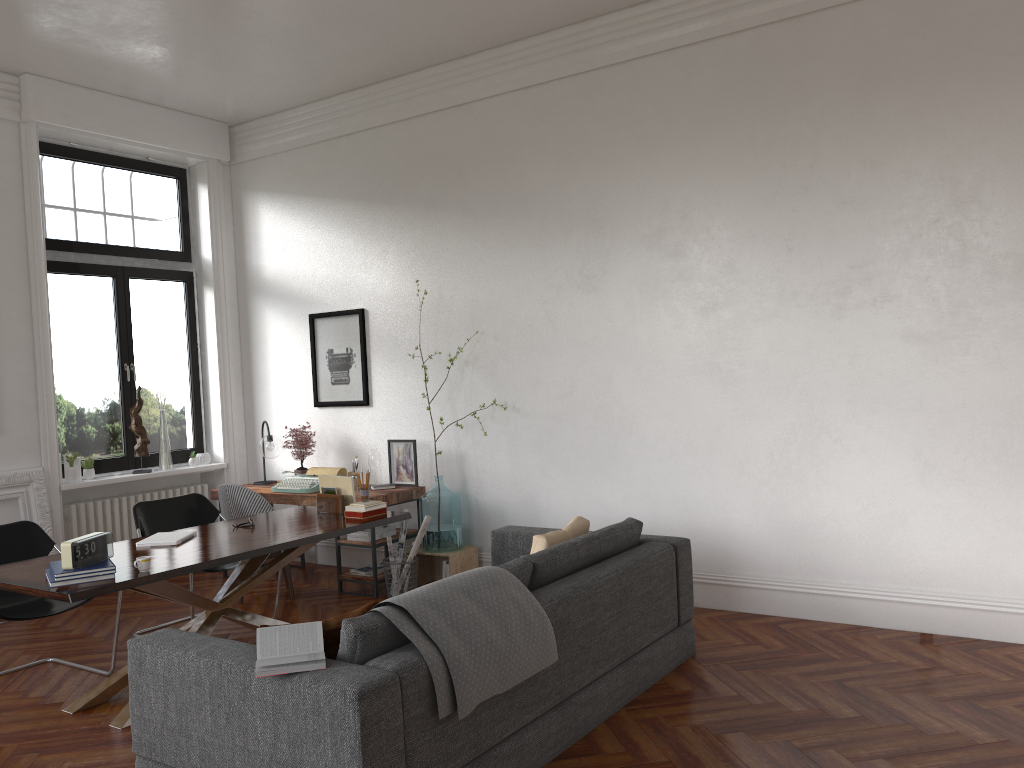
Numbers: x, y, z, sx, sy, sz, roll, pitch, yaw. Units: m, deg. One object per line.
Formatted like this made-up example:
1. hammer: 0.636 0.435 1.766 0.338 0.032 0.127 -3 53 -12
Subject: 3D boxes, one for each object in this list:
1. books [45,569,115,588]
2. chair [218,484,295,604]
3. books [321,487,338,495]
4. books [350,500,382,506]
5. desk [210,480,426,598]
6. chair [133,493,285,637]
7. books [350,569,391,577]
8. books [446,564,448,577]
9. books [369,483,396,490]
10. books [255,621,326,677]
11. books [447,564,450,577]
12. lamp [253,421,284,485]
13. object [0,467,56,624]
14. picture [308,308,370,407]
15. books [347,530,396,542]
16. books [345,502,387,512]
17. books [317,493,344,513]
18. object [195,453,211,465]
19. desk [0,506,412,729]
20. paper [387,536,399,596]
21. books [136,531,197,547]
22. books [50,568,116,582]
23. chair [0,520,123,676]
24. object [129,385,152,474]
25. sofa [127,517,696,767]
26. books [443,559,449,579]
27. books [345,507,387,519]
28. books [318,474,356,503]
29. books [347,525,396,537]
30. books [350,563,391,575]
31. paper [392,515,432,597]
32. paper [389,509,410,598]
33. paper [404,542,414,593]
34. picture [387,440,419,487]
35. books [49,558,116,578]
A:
1. books: -2.012 0.883 4.122 0.264 0.027 0.347 -3 1 -31
2. chair: -1.904 1.171 6.698 0.716 0.900 0.547 -2 2 27
3. books: -1.187 0.753 5.805 0.128 0.157 0.040 -2 2 34
4. books: -0.921 0.751 5.594 0.128 0.008 0.159 -2 1 35
5. desk: -1.585 1.223 7.200 1.799 0.758 0.647 -2 1 34
6. chair: -2.031 1.194 5.851 0.746 0.873 0.752 -2 2 34
7. books: -1.069 1.426 6.763 0.196 0.014 0.267 -2 1 33
8. books: -0.425 1.432 6.553 0.012 0.232 0.170 -1 2 34
9. books: -1.025 0.804 6.943 0.213 0.031 0.129 -3 1 -19
10. books: -0.760 0.900 3.038 0.224 0.096 0.278 -3 1 -14
11. books: -0.414 1.431 6.546 0.012 0.232 0.170 -1 2 34
12. lamp: -2.095 0.588 7.590 0.207 0.550 0.441 -4 2 -33
13. object: -3.693 1.173 6.353 0.233 1.063 0.829 -1 2 34
14. picture: -1.480 -0.215 7.588 0.634 0.816 0.050 -2 2 34
15. books: -1.061 1.143 6.717 0.225 0.038 0.308 -2 1 33
16. books: -0.917 0.770 5.578 0.164 0.028 0.207 -2 1 32
17. books: -1.176 0.775 5.745 0.221 0.125 0.028 -2 2 34
18. object: -2.836 0.686 8.140 0.132 0.098 0.134 -3 1 4
19. desk: -1.658 1.244 4.978 1.030 0.752 2.224 -2 1 34
20. paper: -0.858 1.334 6.412 0.073 0.479 0.033 -3 2 -19
21. books: -1.944 0.873 5.003 0.231 0.026 0.325 -3 1 -1
22. books: -1.998 0.861 4.121 0.250 0.017 0.344 -3 1 -31
23. chair: -2.688 1.237 4.877 0.746 0.873 0.752 -2 2 34
24. object: -3.165 0.385 7.529 0.165 0.754 0.142 -3 2 -14
25. sofa: -0.243 1.193 4.184 1.262 0.829 2.642 -2 1 34
26. books: -0.447 1.420 6.576 0.054 0.258 0.187 -1 2 35
27. books: -0.916 0.804 5.570 0.159 0.040 0.215 -2 1 36
28. books: -1.148 0.716 5.829 0.310 0.239 0.043 -2 2 34
29. books: -1.065 1.108 6.728 0.225 0.038 0.308 -2 1 34
30. books: -1.069 1.410 6.763 0.267 0.014 0.196 -3 1 -45
31. paper: -0.725 1.252 6.415 0.330 0.610 0.047 -2 2 14
32. paper: -0.833 1.256 6.587 0.047 0.626 0.293 -2 2 27
33. paper: -0.761 1.369 6.568 0.126 0.388 0.026 -4 2 -34
34. picture: -0.865 0.625 7.021 0.282 0.369 0.023 -2 2 34
35. books: -1.999 0.844 4.120 0.250 0.017 0.344 -3 1 -31
